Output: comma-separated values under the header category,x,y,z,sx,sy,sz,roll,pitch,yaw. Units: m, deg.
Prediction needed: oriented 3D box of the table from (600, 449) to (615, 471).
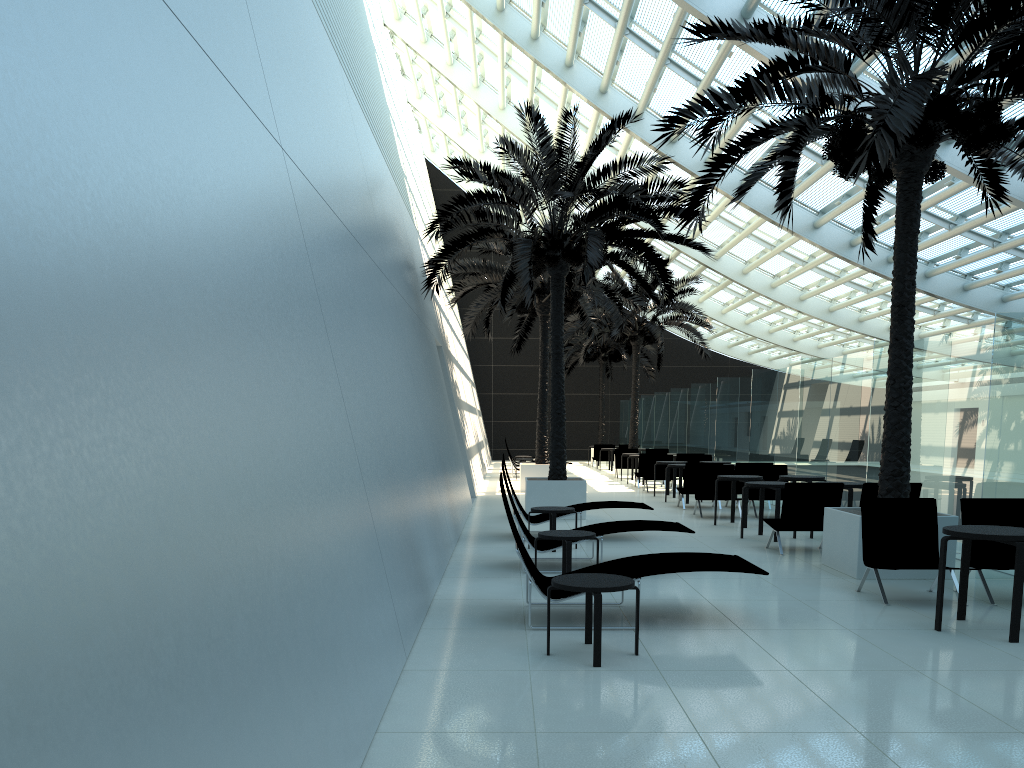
category,x,y,z,sx,sy,sz,roll,pitch,yaw
table,3.458,2.658,30.553,0.677,0.790,0.675,3,4,38

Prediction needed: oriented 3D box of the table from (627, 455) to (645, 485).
category,x,y,z,sx,sy,sz,roll,pitch,yaw
table,3.492,2.312,23.468,0.676,0.790,0.675,3,4,42

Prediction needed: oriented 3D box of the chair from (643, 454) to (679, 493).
category,x,y,z,sx,sy,sz,roll,pitch,yaw
chair,3.525,2.115,20.593,0.716,0.898,0.878,0,3,0

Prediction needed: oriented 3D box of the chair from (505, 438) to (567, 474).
category,x,y,z,sx,sy,sz,roll,pitch,yaw
chair,0.786,2.372,28.864,2.036,1.172,0.911,0,4,0

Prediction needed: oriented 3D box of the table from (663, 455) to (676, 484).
category,x,y,z,sx,sy,sz,roll,pitch,yaw
table,4.461,2.315,23.475,0.676,0.790,0.675,3,4,42

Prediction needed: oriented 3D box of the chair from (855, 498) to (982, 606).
category,x,y,z,sx,sy,sz,roll,pitch,yaw
chair,3.604,1.487,7.752,0.716,0.898,0.878,0,3,0

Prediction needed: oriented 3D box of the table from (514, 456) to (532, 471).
category,x,y,z,sx,sy,sz,roll,pitch,yaw
table,0.393,2.772,30.392,0.551,0.523,0.551,2,3,42

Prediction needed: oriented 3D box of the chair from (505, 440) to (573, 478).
category,x,y,z,sx,sy,sz,roll,pitch,yaw
chair,0.801,2.246,26.297,2.036,1.172,0.911,0,4,0

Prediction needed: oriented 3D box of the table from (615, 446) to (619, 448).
category,x,y,z,sx,sy,sz,roll,pitch,yaw
table,4.393,2.865,34.728,0.676,0.790,0.675,-3,4,-43

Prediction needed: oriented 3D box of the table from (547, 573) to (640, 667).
category,x,y,z,sx,sy,sz,roll,pitch,yaw
table,0.543,1.574,5.874,0.551,0.523,0.551,2,3,42

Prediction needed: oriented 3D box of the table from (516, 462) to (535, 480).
category,x,y,z,sx,sy,sz,roll,pitch,yaw
table,0.425,2.517,25.177,0.551,0.523,0.550,2,3,38

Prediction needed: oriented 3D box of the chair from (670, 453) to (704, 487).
category,x,y,z,sx,sy,sz,roll,pitch,yaw
chair,4.462,2.200,22.293,0.716,0.898,0.878,0,3,0

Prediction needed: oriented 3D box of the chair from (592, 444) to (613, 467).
category,x,y,z,sx,sy,sz,roll,pitch,yaw
chair,3.461,2.748,33.540,0.716,0.898,0.878,0,3,0

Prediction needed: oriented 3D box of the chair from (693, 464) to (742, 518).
category,x,y,z,sx,sy,sz,roll,pitch,yaw
chair,3.560,1.839,14.948,0.716,0.898,0.878,0,3,0

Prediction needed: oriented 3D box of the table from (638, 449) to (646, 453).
category,x,y,z,sx,sy,sz,roll,pitch,yaw
table,4.427,2.661,30.559,0.677,0.790,0.675,3,4,38

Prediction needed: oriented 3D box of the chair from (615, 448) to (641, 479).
category,x,y,z,sx,sy,sz,roll,pitch,yaw
chair,3.491,2.387,26.165,0.716,0.898,0.878,0,3,0

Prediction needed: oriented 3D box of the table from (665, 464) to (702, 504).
category,x,y,z,sx,sy,sz,roll,pitch,yaw
table,3.526,2.037,17.836,0.676,0.790,0.675,3,4,42

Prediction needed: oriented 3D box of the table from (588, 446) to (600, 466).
category,x,y,z,sx,sy,sz,roll,pitch,yaw
table,3.423,2.862,34.722,0.676,0.790,0.675,-3,4,-43

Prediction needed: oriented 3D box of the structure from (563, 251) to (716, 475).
category,x,y,z,sx,sy,sz,roll,pitch,yaw
structure,3.918,-0.584,27.947,4.822,7.106,4.385,0,5,-7

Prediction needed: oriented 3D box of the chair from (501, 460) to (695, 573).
category,x,y,z,sx,sy,sz,roll,pitch,yaw
chair,0.904,1.428,9.561,2.036,1.172,0.911,0,4,0

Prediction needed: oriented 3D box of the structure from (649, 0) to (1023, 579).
category,x,y,z,sx,sy,sz,roll,pitch,yaw
structure,4.039,-1.518,8.839,4.814,7.106,4.392,2,5,18

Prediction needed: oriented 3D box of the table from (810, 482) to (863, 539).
category,x,y,z,sx,sy,sz,roll,pitch,yaw
table,4.531,1.757,12.060,0.676,0.790,0.675,3,4,42

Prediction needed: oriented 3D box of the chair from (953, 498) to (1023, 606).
category,x,y,z,sx,sy,sz,roll,pitch,yaw
chair,4.536,1.490,7.758,0.716,0.898,0.878,0,3,0

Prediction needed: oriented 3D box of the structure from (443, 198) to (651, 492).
category,x,y,z,sx,sy,sz,roll,pitch,yaw
structure,0.603,-0.892,20.523,4.270,6.978,4.592,3,5,33

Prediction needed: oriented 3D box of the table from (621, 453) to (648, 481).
category,x,y,z,sx,sy,sz,roll,pitch,yaw
table,3.492,2.382,24.897,0.677,0.790,0.675,3,4,38

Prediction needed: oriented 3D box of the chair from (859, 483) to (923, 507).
category,x,y,z,sx,sy,sz,roll,pitch,yaw
chair,4.532,1.642,10.878,0.716,0.898,0.878,0,3,0

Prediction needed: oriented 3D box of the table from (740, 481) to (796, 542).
category,x,y,z,sx,sy,sz,roll,pitch,yaw
table,3.561,1.754,12.053,0.676,0.790,0.675,3,4,42

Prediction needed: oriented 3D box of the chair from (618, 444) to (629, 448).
category,x,y,z,sx,sy,sz,roll,pitch,yaw
chair,4.393,2.751,33.546,0.716,0.898,0.878,0,3,0

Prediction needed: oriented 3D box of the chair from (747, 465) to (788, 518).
category,x,y,z,sx,sy,sz,roll,pitch,yaw
chair,4.492,1.842,14.954,0.716,0.898,0.878,0,3,0

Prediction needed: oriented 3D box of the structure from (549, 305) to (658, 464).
category,x,y,z,sx,sy,sz,roll,pitch,yaw
structure,3.894,-0.187,36.076,4.449,7.105,4.756,-2,5,-22

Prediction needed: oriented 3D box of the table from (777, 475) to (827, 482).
category,x,y,z,sx,sy,sz,roll,pitch,yaw
table,4.530,1.836,13.674,0.677,0.790,0.675,3,4,38

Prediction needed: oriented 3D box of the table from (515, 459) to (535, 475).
category,x,y,z,sx,sy,sz,roll,pitch,yaw
table,0.409,2.643,27.744,0.551,0.523,0.551,2,3,42

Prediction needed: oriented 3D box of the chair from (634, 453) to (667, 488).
category,x,y,z,sx,sy,sz,roll,pitch,yaw
chair,3.529,2.198,22.287,0.716,0.898,0.878,0,3,0

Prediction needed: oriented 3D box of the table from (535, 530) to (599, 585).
category,x,y,z,sx,sy,sz,roll,pitch,yaw
table,0.527,1.699,8.441,0.551,0.523,0.551,2,3,42

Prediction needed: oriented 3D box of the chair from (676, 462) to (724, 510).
category,x,y,z,sx,sy,sz,roll,pitch,yaw
chair,3.564,1.923,16.655,0.716,0.898,0.878,0,3,0

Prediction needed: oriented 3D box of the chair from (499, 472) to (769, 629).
category,x,y,z,sx,sy,sz,roll,pitch,yaw
chair,0.919,1.303,6.994,2.036,1.172,0.911,0,4,0

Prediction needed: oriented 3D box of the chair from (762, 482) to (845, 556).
category,x,y,z,sx,sy,sz,roll,pitch,yaw
chair,3.599,1.640,10.872,0.716,0.898,0.878,0,3,0

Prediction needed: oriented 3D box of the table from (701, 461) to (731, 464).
category,x,y,z,sx,sy,sz,roll,pitch,yaw
table,4.496,2.111,19.306,0.677,0.790,0.675,3,4,38

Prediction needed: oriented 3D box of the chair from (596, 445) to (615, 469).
category,x,y,z,sx,sy,sz,roll,pitch,yaw
chair,3.456,2.665,31.846,0.716,0.898,0.878,0,3,0

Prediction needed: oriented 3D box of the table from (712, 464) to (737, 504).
category,x,y,z,sx,sy,sz,roll,pitch,yaw
table,4.496,2.039,17.843,0.676,0.790,0.675,3,4,42

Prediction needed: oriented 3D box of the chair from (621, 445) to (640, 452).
category,x,y,z,sx,sy,sz,roll,pitch,yaw
chair,4.389,2.668,31.852,0.716,0.898,0.878,0,3,0

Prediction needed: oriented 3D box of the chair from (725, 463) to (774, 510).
category,x,y,z,sx,sy,sz,roll,pitch,yaw
chair,4.496,1.925,16.661,0.716,0.898,0.878,0,3,0

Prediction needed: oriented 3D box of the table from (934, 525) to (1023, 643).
category,x,y,z,sx,sy,sz,roll,pitch,yaw
table,3.604,1.487,6.585,0.676,0.790,0.675,-3,4,-43

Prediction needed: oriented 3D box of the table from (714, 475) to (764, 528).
category,x,y,z,sx,sy,sz,roll,pitch,yaw
table,3.561,1.833,13.668,0.677,0.790,0.675,3,4,38

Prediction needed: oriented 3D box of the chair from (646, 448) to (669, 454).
category,x,y,z,sx,sy,sz,roll,pitch,yaw
chair,4.424,2.390,26.171,0.716,0.898,0.878,0,3,0

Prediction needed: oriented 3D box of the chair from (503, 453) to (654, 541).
category,x,y,z,sx,sy,sz,roll,pitch,yaw
chair,0.888,1.554,12.128,2.036,1.172,0.911,0,4,0

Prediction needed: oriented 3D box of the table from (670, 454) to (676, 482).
category,x,y,z,sx,sy,sz,roll,pitch,yaw
table,4.462,2.385,24.903,0.677,0.790,0.675,3,4,38

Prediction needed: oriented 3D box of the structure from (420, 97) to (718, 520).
category,x,y,z,sx,sy,sz,roll,pitch,yaw
structure,0.845,-1.154,14.539,4.633,6.918,4.230,-2,5,-22

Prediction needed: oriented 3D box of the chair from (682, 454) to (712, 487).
category,x,y,z,sx,sy,sz,roll,pitch,yaw
chair,4.458,2.118,20.599,0.716,0.898,0.878,0,3,0

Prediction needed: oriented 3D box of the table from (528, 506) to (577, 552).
category,x,y,z,sx,sy,sz,roll,pitch,yaw
table,0.512,1.825,11.009,0.551,0.523,0.551,2,3,42

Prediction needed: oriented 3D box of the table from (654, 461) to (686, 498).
category,x,y,z,sx,sy,sz,roll,pitch,yaw
table,3.526,2.108,19.300,0.677,0.790,0.675,3,4,38

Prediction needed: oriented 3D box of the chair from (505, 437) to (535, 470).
category,x,y,z,sx,sy,sz,roll,pitch,yaw
chair,0.770,2.501,31.511,2.036,1.172,0.911,0,4,0
